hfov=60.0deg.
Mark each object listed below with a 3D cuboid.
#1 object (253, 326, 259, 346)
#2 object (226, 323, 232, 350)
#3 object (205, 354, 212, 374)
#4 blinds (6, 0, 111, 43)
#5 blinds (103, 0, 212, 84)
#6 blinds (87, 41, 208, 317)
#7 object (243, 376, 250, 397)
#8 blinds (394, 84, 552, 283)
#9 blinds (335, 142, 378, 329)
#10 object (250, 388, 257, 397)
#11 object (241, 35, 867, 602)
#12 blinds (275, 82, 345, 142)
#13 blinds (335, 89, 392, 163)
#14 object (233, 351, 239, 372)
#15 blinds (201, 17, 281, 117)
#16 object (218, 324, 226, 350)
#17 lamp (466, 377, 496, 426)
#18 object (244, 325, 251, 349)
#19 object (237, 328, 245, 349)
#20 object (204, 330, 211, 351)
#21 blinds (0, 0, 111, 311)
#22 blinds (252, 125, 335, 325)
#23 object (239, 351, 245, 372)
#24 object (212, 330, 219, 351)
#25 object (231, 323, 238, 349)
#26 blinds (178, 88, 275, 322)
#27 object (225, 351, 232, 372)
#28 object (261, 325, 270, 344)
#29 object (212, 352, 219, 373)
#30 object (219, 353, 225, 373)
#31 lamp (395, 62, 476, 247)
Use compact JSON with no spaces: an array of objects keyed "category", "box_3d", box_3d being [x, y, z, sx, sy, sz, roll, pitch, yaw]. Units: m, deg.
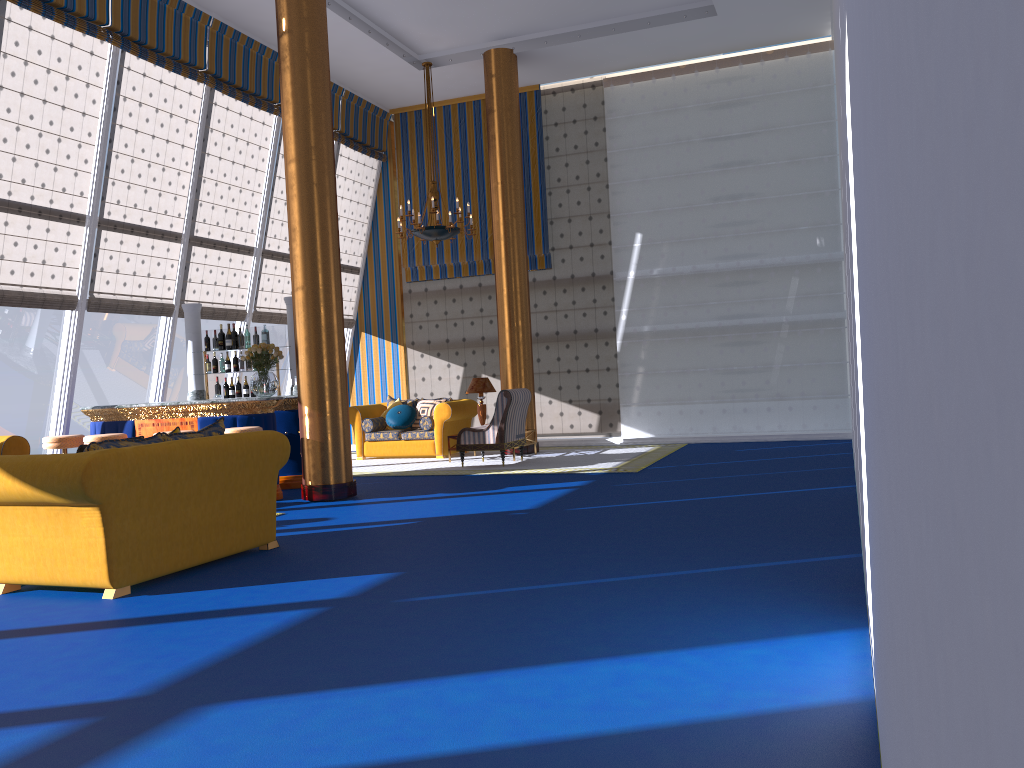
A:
[{"category":"object","box_3d":[-2.932,-0.536,10.162,0.073,0.246,0.072,-3,1,-21]},{"category":"object","box_3d":[-3.255,-0.545,10.215,0.084,0.303,0.085,-3,1,14]},{"category":"object","box_3d":[-3.516,-0.234,10.266,0.066,0.225,0.066,-3,1,-11]},{"category":"blinds","box_3d":[-4.659,-4.064,8.865,0.336,0.830,1.534,-3,1,21]},{"category":"blinds","box_3d":[-4.113,-4.102,10.319,0.336,0.830,1.534,-3,1,21]},{"category":"blinds","box_3d":[-4.339,-2.563,10.682,0.868,3.395,1.374,-3,1,20]},{"category":"object","box_3d":[-3.062,0.029,10.218,0.068,0.244,0.068,-3,1,1]},{"category":"blinds","box_3d":[-0.687,-3.288,14.842,2.643,2.991,0.153,-3,1,20]},{"category":"blinds","box_3d":[-2.747,-2.674,14.921,0.868,3.395,1.374,-3,1,20]},{"category":"object","box_3d":[-2.979,0.028,10.210,0.065,0.244,0.065,-3,1,1]},{"category":"object","box_3d":[-2.192,-7.005,7.000,62.743,33.609,63.793,-3,1,27]},{"category":"blinds","box_3d":[-3.022,-4.179,13.224,0.336,0.830,1.534,-3,1,21]},{"category":"blinds","box_3d":[-2.475,-4.217,14.678,0.336,0.830,1.534,-3,1,21]},{"category":"object","box_3d":[-3.179,-0.262,10.207,0.065,0.244,0.065,-3,1,1]},{"category":"blinds","box_3d":[-3.566,-4.141,11.773,0.336,0.830,1.534,-3,1,21]},{"category":"object","box_3d":[-3.354,-0.540,10.251,0.080,0.303,0.082,-3,1,26]},{"category":"lamp","box_3d":[-0.433,0.300,12.733,0.445,0.783,0.447,-3,1,5]},{"category":"object","box_3d":[-3.030,-0.542,10.156,0.068,0.271,0.070,-2,1,31]},{"category":"object","box_3d":[-3.118,-0.524,10.195,0.077,0.248,0.076,-3,1,-16]},{"category":"object","box_3d":[-3.552,-0.504,10.338,0.065,0.244,0.066,-3,1,24]},{"category":"blinds","box_3d":[-4.881,-2.525,9.240,0.868,3.395,1.374,-3,1,20]},{"category":"blinds","box_3d":[-3.272,-2.637,13.523,0.868,3.395,1.374,-3,1,20]},{"category":"object","box_3d":[-3.104,-0.263,10.184,0.057,0.239,0.057,-3,1,-5]},{"category":"object","box_3d":[-3.458,-0.509,10.350,0.073,0.246,0.072,-3,1,-21]},{"category":"object","box_3d":[-3.200,-0.549,10.222,0.080,0.303,0.082,-2,1,37]},{"category":"blinds","box_3d":[-3.818,-2.599,12.069,0.868,3.395,1.374,-3,1,20]},{"category":"object","box_3d":[-3.274,-0.254,10.224,0.068,0.244,0.068,-3,1,1]},{"category":"object","box_3d":[-2.827,-0.551,10.166,0.091,0.259,0.092,-3,1,3]},{"category":"object","box_3d":[-3.435,-0.249,10.265,0.065,0.244,0.065,-3,1,1]},{"category":"object","box_3d":[-3.348,-0.246,10.248,0.059,0.230,0.058,-3,1,-21]},{"category":"lamp","box_3d":[-1.054,-3.011,11.695,1.060,2.422,1.058,-3,1,-3]}]
